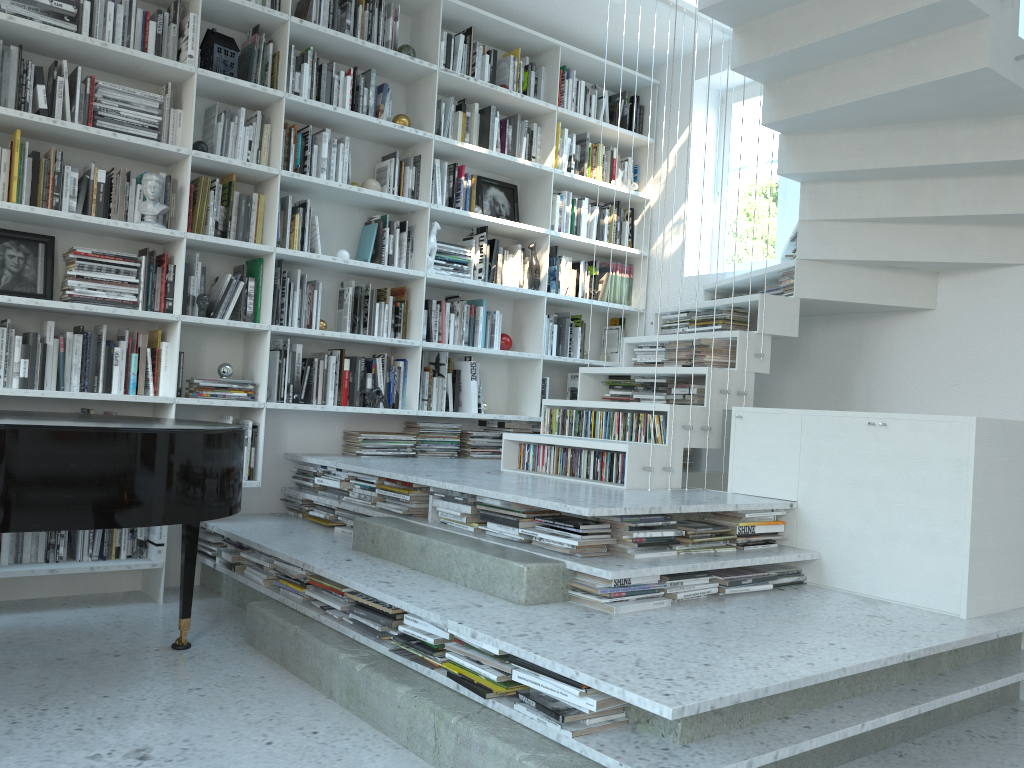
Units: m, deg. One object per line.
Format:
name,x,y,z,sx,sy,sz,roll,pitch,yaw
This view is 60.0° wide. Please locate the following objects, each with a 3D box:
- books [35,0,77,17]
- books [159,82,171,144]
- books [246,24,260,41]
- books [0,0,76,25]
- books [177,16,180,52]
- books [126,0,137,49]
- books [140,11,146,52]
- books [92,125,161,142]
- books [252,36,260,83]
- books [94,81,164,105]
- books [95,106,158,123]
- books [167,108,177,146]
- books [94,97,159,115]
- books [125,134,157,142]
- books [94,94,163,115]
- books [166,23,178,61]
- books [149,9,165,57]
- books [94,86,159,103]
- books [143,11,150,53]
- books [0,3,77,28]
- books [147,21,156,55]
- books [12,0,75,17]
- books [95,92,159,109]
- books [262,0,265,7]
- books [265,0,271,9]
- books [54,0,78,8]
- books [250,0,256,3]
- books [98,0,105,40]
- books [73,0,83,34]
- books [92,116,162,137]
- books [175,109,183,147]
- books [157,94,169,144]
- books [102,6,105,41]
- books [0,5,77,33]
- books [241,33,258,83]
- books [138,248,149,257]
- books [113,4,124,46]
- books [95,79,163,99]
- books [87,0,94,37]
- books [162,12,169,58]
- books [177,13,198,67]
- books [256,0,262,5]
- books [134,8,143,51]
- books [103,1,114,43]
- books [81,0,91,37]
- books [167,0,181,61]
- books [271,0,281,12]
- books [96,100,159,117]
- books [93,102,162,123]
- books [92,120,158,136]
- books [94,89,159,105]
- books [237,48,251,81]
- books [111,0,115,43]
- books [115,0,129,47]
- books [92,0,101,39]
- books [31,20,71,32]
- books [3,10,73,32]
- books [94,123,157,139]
books,-2.002,-1.593,3.733,0.285,0.024,0.159,5,-2,-36
books,-1.599,-1.206,4.062,0.012,0.319,0.139,4,-1,-38
books,-1.274,-1.559,4.301,0.025,0.339,0.142,4,-1,-38
books,-2.000,-1.544,3.727,0.285,0.024,0.159,4,-2,-33
books,-1.565,-1.561,4.090,0.010,0.299,0.133,4,-1,-38
books,-1.714,-1.559,3.948,0.023,0.269,0.184,4,-1,-38
books,-1.677,-1.536,3.982,0.010,0.230,0.152,4,-1,-38
books,-1.739,-1.101,3.957,0.285,0.012,0.159,5,-2,-37
books,-1.273,-1.526,4.284,0.022,0.272,0.181,4,-1,-38
books,-1.722,-1.284,3.952,0.285,0.012,0.159,5,-2,-43
books,-1.734,-1.186,3.957,0.254,0.012,0.161,5,-2,-37
books,-1.584,-1.145,4.071,0.030,0.198,0.172,4,-1,-38
books,-1.730,-1.222,3.956,0.254,0.012,0.161,5,-2,-36
books,-1.736,-1.089,3.953,0.254,0.012,0.161,4,-2,-35
books,-1.731,-1.234,3.959,0.285,0.012,0.159,5,-2,-39
books,-1.577,-1.515,4.049,0.029,0.202,0.191,4,-1,-38
books,-1.621,-1.541,4.011,0.032,0.248,0.173,4,-1,-38
books,-1.730,-1.272,3.960,0.254,0.012,0.161,5,-2,-38
books,-1.664,-1.536,3.983,0.012,0.230,0.158,4,-1,-38
books,-2.007,-1.526,3.731,0.285,0.012,0.159,5,-2,-40
books,-1.647,-1.513,3.993,0.029,0.188,0.176,4,-1,-38
books,-2.000,-1.568,3.730,0.254,0.025,0.161,5,-2,-42
books,-1.725,-1.246,3.952,0.254,0.012,0.161,4,-2,-33
books,-1.244,-1.856,4.318,0.025,0.203,0.162,4,-1,-38
books,-1.221,-1.850,4.326,0.022,0.194,0.181,4,-1,-38
books,-2.003,-1.617,3.738,0.285,0.024,0.159,5,-2,-38
books,-1.277,-1.858,4.271,0.024,0.201,0.180,4,-1,-38
books,-1.816,-1.551,3.869,0.021,0.237,0.171,4,-1,-38
books,-1.876,-1.564,3.822,0.012,0.254,0.161,4,-1,-38
books,-1.734,-1.137,3.953,0.285,0.012,0.159,5,-2,-41
books,-1.564,-1.146,4.094,0.030,0.205,0.158,4,-1,-38
books,-1.601,-1.175,4.041,0.012,0.254,0.161,4,-1,-38
books,-1.812,-1.534,3.887,0.011,0.204,0.133,4,-1,-38
books,-2.006,-1.514,3.729,0.285,0.012,0.159,5,-2,-41
books,-1.278,-1.527,4.263,0.021,0.272,0.190,4,-1,-38
books,-1.685,-0.465,4.037,0.011,0.299,0.130,4,-1,-38
books,-1.758,-1.537,3.915,0.028,0.219,0.183,4,-1,-38
books,-1.726,-1.296,3.957,0.285,0.012,0.159,5,-2,-36
books,-1.858,-1.547,3.867,0.024,0.223,0.128,4,-1,-38
books,-1.607,-1.546,4.042,0.029,0.261,0.133,4,-1,-38
books,-1.498,-1.528,4.039,0.037,0.237,0.272,4,-1,-38
books,-1.253,-1.862,4.285,0.031,0.213,0.169,4,-1,-38
books,-1.692,-1.534,3.955,0.023,0.223,0.190,4,-1,-38
books,-1.788,-1.539,3.888,0.027,0.216,0.190,4,-1,-38
books,-1.861,-1.530,3.829,0.025,0.187,0.193,4,-1,-38
books,-1.562,-1.579,4.069,0.012,0.334,0.155,4,-1,-38
books,-1.180,-1.876,4.338,0.029,0.253,0.186,4,-1,-38
books,-1.730,-1.210,3.954,0.254,0.012,0.161,5,-2,-41
books,-1.730,-1.198,3.954,0.285,0.012,0.159,4,-2,-35
books,-1.737,-1.125,3.957,0.254,0.012,0.161,5,-2,-39
books,-1.728,-1.260,3.957,0.254,0.012,0.161,5,-2,-36
books,-1.305,-1.499,4.284,0.019,0.214,0.156,4,-1,-38
books,-1.779,-1.551,3.910,0.012,0.244,0.131,4,-1,-38
books,-1.747,-1.563,3.948,0.029,0.273,0.140,4,-1,-38
books,-1.818,-1.575,3.847,0.011,0.284,0.190,4,-1,-38
books,-2.005,-1.490,3.726,0.254,0.012,0.161,4,-2,-33
books,-2.007,-1.502,3.729,0.254,0.012,0.161,5,-2,-41
books,-1.739,-1.113,3.958,0.254,0.012,0.161,5,-2,-38
